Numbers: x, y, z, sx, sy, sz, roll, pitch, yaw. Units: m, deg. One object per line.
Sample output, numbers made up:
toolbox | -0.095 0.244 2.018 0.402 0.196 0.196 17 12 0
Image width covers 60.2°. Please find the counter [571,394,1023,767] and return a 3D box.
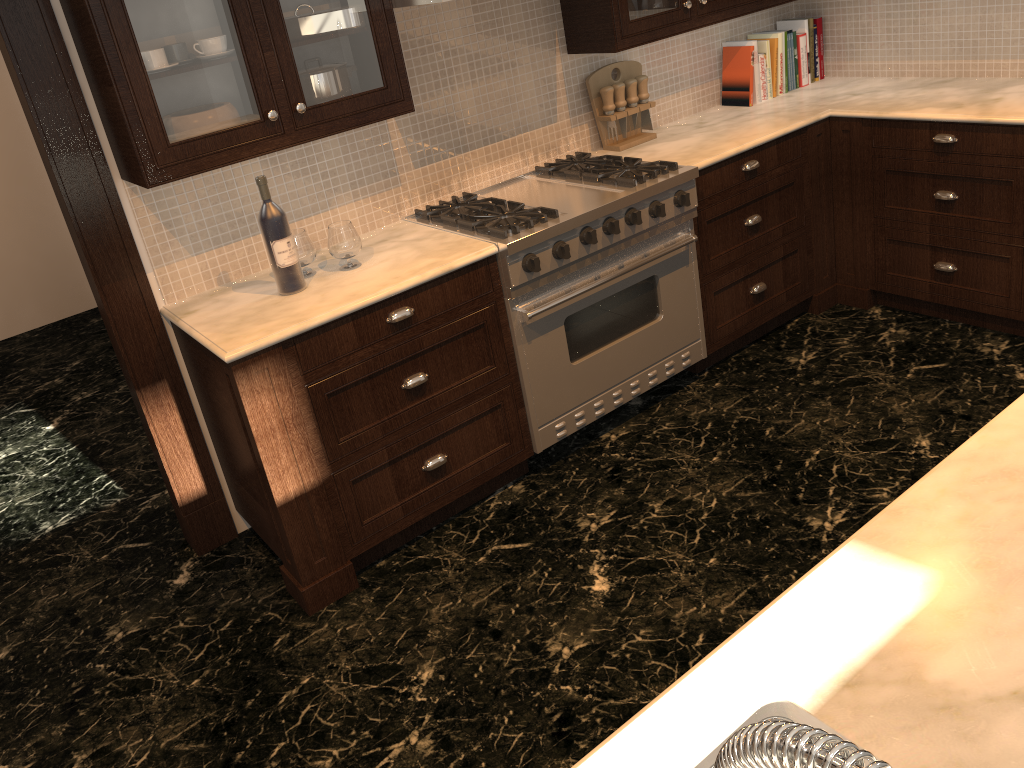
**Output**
counter | 0.521 0.528 0.719 2.919 0.031 1.071 -27 30 -30

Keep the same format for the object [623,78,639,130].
object | 0.522 -1.203 3.810 0.061 0.219 0.063 0 25 25

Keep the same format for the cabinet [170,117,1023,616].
cabinet | 0.933 -0.193 3.019 3.427 0.853 2.353 -27 30 -29

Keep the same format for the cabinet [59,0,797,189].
cabinet | 0.667 -1.541 2.462 3.426 1.216 2.345 -26 29 -29

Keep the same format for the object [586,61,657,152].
object | 0.486 -1.202 3.795 0.322 0.338 0.112 -26 27 -30

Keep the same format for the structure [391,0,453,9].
structure | -0.048 -1.603 2.982 0.947 0.462 0.650 -26 29 -29

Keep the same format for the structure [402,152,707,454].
structure | 0.208 -0.375 3.472 0.922 0.811 0.730 -26 28 -30

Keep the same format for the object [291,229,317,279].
object | -0.701 -0.428 2.908 0.115 0.146 0.113 -30 30 -36

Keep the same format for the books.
books | 1.262 -1.576 4.295 0.614 0.301 0.197 -27 28 -30

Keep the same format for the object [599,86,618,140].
object | 0.414 -1.146 3.740 0.061 0.221 0.063 6 28 36

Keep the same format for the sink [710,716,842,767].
sink | 0.167 0.703 0.772 0.814 0.206 0.465 -27 30 -29

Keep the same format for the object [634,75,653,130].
object | 0.575 -1.224 3.846 0.061 0.230 0.063 -3 24 20

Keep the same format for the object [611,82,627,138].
object | 0.467 -1.169 3.775 0.061 0.230 0.063 0 25 25

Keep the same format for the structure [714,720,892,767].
structure | 0.200 0.399 0.484 0.052 0.513 0.247 -25 26 -29

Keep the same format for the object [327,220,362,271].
object | -0.549 -0.455 2.905 0.115 0.146 0.113 -30 30 -36

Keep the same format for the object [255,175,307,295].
object | -0.730 -0.464 2.742 0.095 0.366 0.097 -18 24 -16

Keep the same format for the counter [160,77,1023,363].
counter | 0.853 -0.595 2.851 3.427 0.031 2.353 -27 30 -29
